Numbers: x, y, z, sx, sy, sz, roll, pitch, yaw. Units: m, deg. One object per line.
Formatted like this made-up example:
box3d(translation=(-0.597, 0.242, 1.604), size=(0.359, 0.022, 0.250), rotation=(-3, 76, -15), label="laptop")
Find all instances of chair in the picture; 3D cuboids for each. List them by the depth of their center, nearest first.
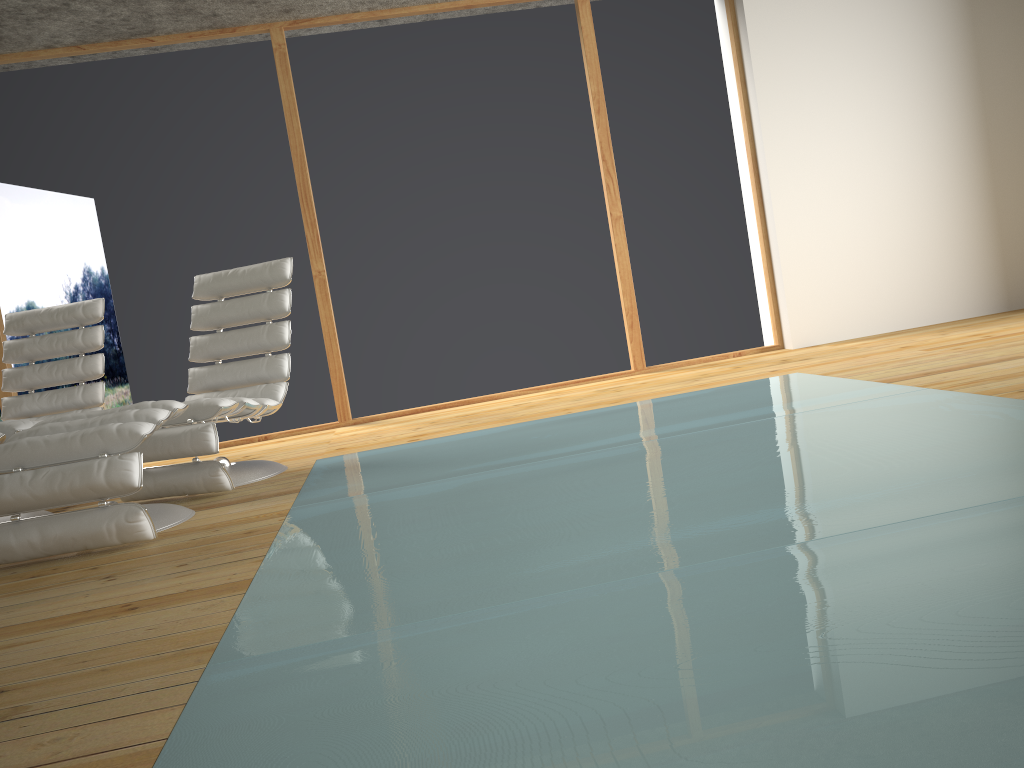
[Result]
box3d(translation=(-1.362, -0.046, 3.993), size=(0.569, 0.967, 0.917), rotation=(-8, 4, 18), label="chair")
box3d(translation=(-2.443, 0.086, 4.481), size=(0.569, 0.967, 0.916), rotation=(-9, 4, 3), label="chair")

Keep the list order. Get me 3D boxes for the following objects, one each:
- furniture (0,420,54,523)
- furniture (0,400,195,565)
box3d(translation=(-2.235, 0.404, 3.565), size=(0.568, 0.438, 0.688), rotation=(-7, 5, 28), label="furniture")
box3d(translation=(-1.466, 0.319, 3.124), size=(0.569, 0.438, 0.687), rotation=(-9, 5, -1), label="furniture")
